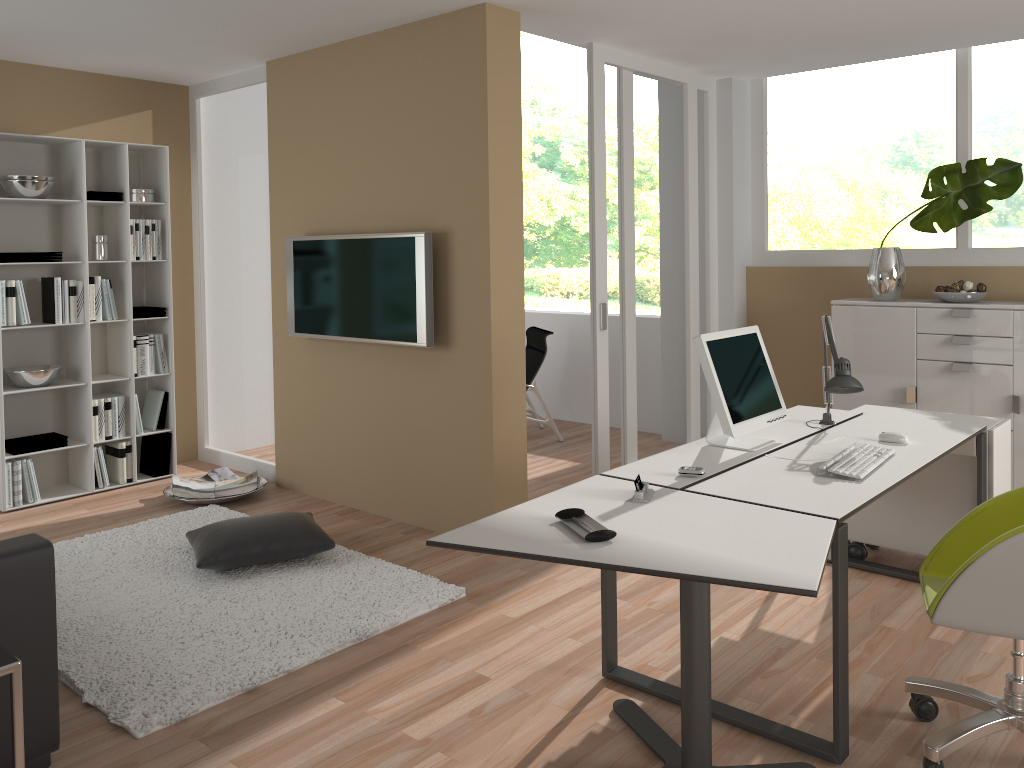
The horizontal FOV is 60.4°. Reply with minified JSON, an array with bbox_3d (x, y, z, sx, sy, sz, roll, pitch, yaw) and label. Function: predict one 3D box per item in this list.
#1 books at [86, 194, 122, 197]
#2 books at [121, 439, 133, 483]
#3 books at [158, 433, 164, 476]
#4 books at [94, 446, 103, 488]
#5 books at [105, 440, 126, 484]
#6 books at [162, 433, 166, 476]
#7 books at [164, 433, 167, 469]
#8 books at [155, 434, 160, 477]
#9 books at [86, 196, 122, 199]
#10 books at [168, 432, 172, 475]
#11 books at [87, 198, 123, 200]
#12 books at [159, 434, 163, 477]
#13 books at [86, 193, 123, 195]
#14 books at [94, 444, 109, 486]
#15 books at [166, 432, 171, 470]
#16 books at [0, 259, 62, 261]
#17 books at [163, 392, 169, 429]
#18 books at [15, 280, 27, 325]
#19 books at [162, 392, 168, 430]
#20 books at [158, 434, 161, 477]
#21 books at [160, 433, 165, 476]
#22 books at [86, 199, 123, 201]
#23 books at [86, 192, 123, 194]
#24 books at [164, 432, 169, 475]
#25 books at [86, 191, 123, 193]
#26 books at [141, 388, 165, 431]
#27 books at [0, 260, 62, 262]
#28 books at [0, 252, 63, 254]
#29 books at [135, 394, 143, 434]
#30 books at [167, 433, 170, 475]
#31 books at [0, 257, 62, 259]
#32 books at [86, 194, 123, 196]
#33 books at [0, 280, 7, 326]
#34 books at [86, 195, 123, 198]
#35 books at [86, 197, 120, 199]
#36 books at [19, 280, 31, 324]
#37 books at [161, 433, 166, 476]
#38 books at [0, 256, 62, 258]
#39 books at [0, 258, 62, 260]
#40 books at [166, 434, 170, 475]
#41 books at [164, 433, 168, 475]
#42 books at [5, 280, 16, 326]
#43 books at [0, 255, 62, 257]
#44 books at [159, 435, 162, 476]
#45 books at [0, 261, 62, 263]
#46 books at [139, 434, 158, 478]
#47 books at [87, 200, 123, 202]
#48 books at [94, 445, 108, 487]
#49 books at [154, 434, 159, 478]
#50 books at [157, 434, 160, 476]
[{"bbox_3d":[-2.611,-1.169,5.492,0.298,0.006,0.212,6,11,37],"label":"books"},{"bbox_3d":[-2.475,0.479,5.586,0.208,0.257,0.040,3,4,41],"label":"books"},{"bbox_3d":[-2.337,0.450,5.749,0.219,0.273,0.032,3,4,42],"label":"books"},{"bbox_3d":[-2.602,0.502,5.443,0.208,0.258,0.060,3,4,41],"label":"books"},{"bbox_3d":[-2.498,0.485,5.553,0.208,0.257,0.040,3,4,41],"label":"books"},{"bbox_3d":[-2.325,0.451,5.761,0.212,0.268,0.032,3,4,41],"label":"books"},{"bbox_3d":[-2.325,0.448,5.768,0.214,0.269,0.032,3,4,41],"label":"books"},{"bbox_3d":[-2.358,0.454,5.731,0.214,0.269,0.032,3,4,41],"label":"books"},{"bbox_3d":[-2.609,-1.158,5.492,0.298,0.006,0.212,5,11,36],"label":"books"},{"bbox_3d":[-2.300,0.446,5.791,0.211,0.268,0.032,3,4,42],"label":"books"},{"bbox_3d":[-2.610,-1.146,5.494,0.298,0.006,0.212,5,11,36],"label":"books"},{"bbox_3d":[-2.341,0.454,5.745,0.211,0.268,0.032,3,4,42],"label":"books"},{"bbox_3d":[-2.608,-1.180,5.495,0.298,0.008,0.212,5,11,36],"label":"books"},{"bbox_3d":[-2.583,0.495,5.483,0.208,0.257,0.058,3,4,41],"label":"books"},{"bbox_3d":[-2.304,0.444,5.787,0.219,0.273,0.032,3,4,42],"label":"books"},{"bbox_3d":[-2.849,-0.730,5.186,0.211,0.006,0.299,6,11,40],"label":"books"},{"bbox_3d":[-2.330,0.165,5.801,0.211,0.237,0.043,3,4,42],"label":"books"},{"bbox_3d":[-2.889,-0.476,5.115,0.208,0.258,0.060,3,4,42],"label":"books"},{"bbox_3d":[-2.335,0.164,5.795,0.219,0.241,0.043,3,4,42],"label":"books"},{"bbox_3d":[-2.347,0.453,5.736,0.217,0.271,0.032,3,4,41],"label":"books"},{"bbox_3d":[-2.333,0.452,5.754,0.211,0.268,0.032,3,4,42],"label":"books"},{"bbox_3d":[-2.610,-1.141,5.494,0.298,0.006,0.212,5,11,36],"label":"books"},{"bbox_3d":[-2.608,-1.185,5.489,0.298,0.007,0.212,5,11,36],"label":"books"},{"bbox_3d":[-2.314,0.447,5.773,0.217,0.271,0.032,3,4,41],"label":"books"},{"bbox_3d":[-2.607,-1.190,5.490,0.298,0.006,0.212,5,11,36],"label":"books"},{"bbox_3d":[-2.360,0.166,5.770,0.208,0.244,0.085,3,4,42],"label":"books"},{"bbox_3d":[-2.849,-0.724,5.187,0.211,0.006,0.299,6,11,40],"label":"books"},{"bbox_3d":[-2.847,-0.774,5.188,0.211,0.006,0.299,6,11,40],"label":"books"},{"bbox_3d":[-2.436,0.183,5.633,0.208,0.258,0.060,3,4,41],"label":"books"},{"bbox_3d":[-2.308,0.448,5.783,0.211,0.268,0.032,3,4,42],"label":"books"},{"bbox_3d":[-2.848,-0.741,5.187,0.211,0.006,0.299,6,11,40],"label":"books"},{"bbox_3d":[-2.608,-1.175,5.495,0.298,0.008,0.212,5,11,36],"label":"books"},{"bbox_3d":[-2.954,-0.465,5.044,0.208,0.257,0.040,3,4,42],"label":"books"},{"bbox_3d":[-2.609,-1.163,5.492,0.298,0.006,0.212,5,11,36],"label":"books"},{"bbox_3d":[-2.611,-1.153,5.495,0.298,0.006,0.212,5,10,34],"label":"books"},{"bbox_3d":[-2.882,-0.480,5.140,0.208,0.257,0.058,3,4,41],"label":"books"},{"bbox_3d":[-2.330,0.452,5.758,0.211,0.268,0.032,3,4,42],"label":"books"},{"bbox_3d":[-2.848,-0.747,5.187,0.211,0.006,0.299,6,11,40],"label":"books"},{"bbox_3d":[-2.850,-0.736,5.185,0.211,0.006,0.299,6,11,39],"label":"books"},{"bbox_3d":[-2.311,0.448,5.779,0.211,0.268,0.032,3,4,42],"label":"books"},{"bbox_3d":[-2.322,0.447,5.772,0.214,0.269,0.032,3,4,41],"label":"books"},{"bbox_3d":[-2.919,-0.470,5.076,0.208,0.257,0.040,3,4,41],"label":"books"},{"bbox_3d":[-2.848,-0.752,5.185,0.211,0.006,0.299,7,12,42],"label":"books"},{"bbox_3d":[-2.344,0.454,5.741,0.211,0.268,0.032,3,4,42],"label":"books"},{"bbox_3d":[-2.848,-0.719,5.185,0.211,0.007,0.299,6,11,40],"label":"books"},{"bbox_3d":[-2.362,0.458,5.721,0.211,0.268,0.032,3,4,42],"label":"books"},{"bbox_3d":[-2.611,-1.136,5.493,0.298,0.007,0.212,5,11,36],"label":"books"},{"bbox_3d":[-2.582,0.501,5.460,0.208,0.257,0.058,3,4,42],"label":"books"},{"bbox_3d":[-2.358,0.457,5.724,0.212,0.268,0.032,3,4,41],"label":"books"},{"bbox_3d":[-2.354,0.454,5.735,0.214,0.269,0.032,3,4,41],"label":"books"}]
